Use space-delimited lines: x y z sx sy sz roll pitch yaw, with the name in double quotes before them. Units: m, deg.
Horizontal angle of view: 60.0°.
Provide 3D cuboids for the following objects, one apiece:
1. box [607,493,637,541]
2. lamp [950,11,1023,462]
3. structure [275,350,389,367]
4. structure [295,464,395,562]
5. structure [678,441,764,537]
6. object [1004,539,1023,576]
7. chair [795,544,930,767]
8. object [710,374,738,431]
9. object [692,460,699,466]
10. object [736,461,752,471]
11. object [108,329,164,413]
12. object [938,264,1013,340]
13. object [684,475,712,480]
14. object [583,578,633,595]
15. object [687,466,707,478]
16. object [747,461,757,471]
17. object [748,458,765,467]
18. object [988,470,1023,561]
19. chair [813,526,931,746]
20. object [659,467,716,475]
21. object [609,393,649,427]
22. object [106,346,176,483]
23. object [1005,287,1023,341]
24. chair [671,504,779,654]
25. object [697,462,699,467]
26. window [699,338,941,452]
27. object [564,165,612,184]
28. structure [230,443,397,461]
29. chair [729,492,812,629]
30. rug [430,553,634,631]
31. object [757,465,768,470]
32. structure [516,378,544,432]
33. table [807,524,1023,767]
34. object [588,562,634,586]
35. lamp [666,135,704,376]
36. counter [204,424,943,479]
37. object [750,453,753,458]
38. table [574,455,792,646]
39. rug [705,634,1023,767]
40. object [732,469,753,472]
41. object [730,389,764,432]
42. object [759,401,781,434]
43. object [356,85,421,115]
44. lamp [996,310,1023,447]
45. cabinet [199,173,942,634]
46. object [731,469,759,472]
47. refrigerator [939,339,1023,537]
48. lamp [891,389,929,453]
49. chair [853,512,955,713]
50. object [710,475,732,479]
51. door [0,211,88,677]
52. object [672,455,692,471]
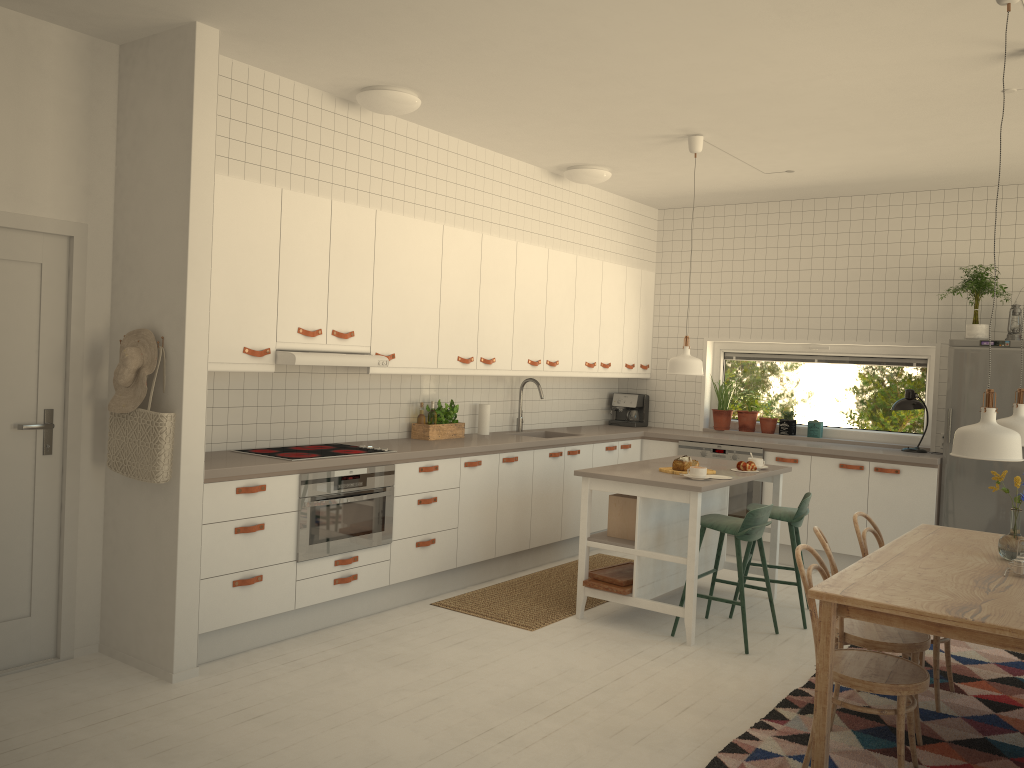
"box" 0.763 0.778 5.269 0.237 0.242 0.357 4 2 37
"lamp" 1.688 -0.540 3.074 0.229 1.595 0.230 2 1 -19
"structure" -1.095 -0.143 4.949 0.482 0.073 0.681 4 2 36
"structure" -1.136 0.665 4.966 0.704 0.447 0.682 4 2 36
"structure" 1.823 0.839 7.315 0.706 0.710 0.704 4 2 36
"object" 1.933 0.657 3.365 0.095 0.138 0.155 3 2 36
"chair" 1.291 1.036 3.303 0.484 0.810 0.385 3 2 34
"object" 1.851 0.152 7.710 0.300 0.499 0.333 3 1 19
"object" 1.065 0.479 5.266 0.083 0.057 0.072 4 2 42
"object" 1.420 0.504 5.463 0.070 0.060 0.131 2 2 -16
"object" -1.724 -0.061 4.007 0.335 0.385 0.136 4 2 36
"object" 3.246 -0.576 6.170 0.468 0.545 0.474 1 2 -40
"object" 1.043 0.524 4.975 0.160 0.020 0.160 3 2 2
"object" 0.646 1.152 5.183 0.281 0.030 0.430 4 2 36
"object" 1.042 0.496 4.975 0.098 0.064 0.094 2 2 -6
"object" 1.475 0.507 5.464 0.060 0.059 0.074 3 2 5
"object" 1.540 0.501 5.611 0.094 0.060 0.098 3 2 33
"object" 2.068 0.529 3.632 0.144 0.388 0.206 2 1 -2
"chair" 1.512 1.032 3.764 0.483 0.810 0.385 3 1 19
"object" 1.041 0.516 5.267 0.306 0.019 0.237 1 2 -37
"object" 1.028 0.233 7.999 0.316 0.292 0.279 4 2 37
"object" -1.672 0.130 4.013 0.439 0.612 0.093 3 2 35
"object" 3.446 -0.482 6.029 0.154 0.383 0.163 2 2 -31
"chair" 1.209 1.029 4.947 0.446 0.752 0.485 3 2 36
"object" 1.075 0.480 5.293 0.083 0.055 0.073 4 2 43
"window" 2.509 0.056 7.319 1.898 0.816 0.293 4 2 36
"object" 0.552 -1.519 6.490 0.351 0.101 0.351 2 2 -12
"structure" -1.087 0.383 4.924 0.504 0.057 0.763 4 2 36
"chair" 1.601 1.032 5.425 0.446 0.752 0.485 3 1 21
"rug" 0.397 1.343 5.906 0.750 0.004 2.000 4 2 36
"object" 1.538 0.527 5.609 0.160 0.020 0.160 4 2 32
"structure" 0.139 0.164 6.807 0.236 0.421 0.063 4 2 43
"table" 1.873 1.095 3.468 0.894 0.749 1.797 4 2 36
"object" 0.678 1.122 5.253 0.281 0.030 0.430 4 2 45
"lamp" 1.094 -0.800 5.424 0.230 1.490 0.229 3 2 37
"counter" 0.698 0.519 5.467 2.857 0.163 4.844 4 2 36
"object" 1.534 0.483 5.632 0.028 0.086 0.102 2 2 -13
"table" 1.079 0.954 5.483 0.794 0.864 1.424 4 2 36
"rug" 2.037 1.468 3.621 1.749 0.035 3.025 4 2 36
"object" 1.436 0.532 5.467 0.120 0.005 0.122 1 2 -36
"object" 2.025 0.225 7.600 0.234 0.370 0.258 1 2 -42
"object" 2.173 0.284 7.463 0.194 0.277 0.177 3 1 3
"object" -0.670 -1.524 4.813 0.351 0.101 0.351 2 2 -12
"lamp" 2.194 -0.538 3.768 0.229 1.595 0.230 2 1 -8
"cabinet" 0.714 0.122 5.459 2.853 2.159 4.844 4 2 36
"object" 1.434 0.534 5.463 0.167 0.005 0.167 4 2 32
"refrigerator" 3.593 0.606 6.020 1.146 1.777 0.559 3 2 36
"lamp" 2.957 0.269 6.610 0.262 0.465 0.239 2 1 -25
"chair" 1.839 1.035 4.157 0.484 0.810 0.385 4 2 39
"object" 1.178 0.534 5.080 0.167 0.005 0.167 4 2 32
"door" -2.345 0.269 3.792 0.166 2.033 0.955 3 2 36
"object" 1.000 0.464 5.214 0.086 0.087 0.090 4 2 44
